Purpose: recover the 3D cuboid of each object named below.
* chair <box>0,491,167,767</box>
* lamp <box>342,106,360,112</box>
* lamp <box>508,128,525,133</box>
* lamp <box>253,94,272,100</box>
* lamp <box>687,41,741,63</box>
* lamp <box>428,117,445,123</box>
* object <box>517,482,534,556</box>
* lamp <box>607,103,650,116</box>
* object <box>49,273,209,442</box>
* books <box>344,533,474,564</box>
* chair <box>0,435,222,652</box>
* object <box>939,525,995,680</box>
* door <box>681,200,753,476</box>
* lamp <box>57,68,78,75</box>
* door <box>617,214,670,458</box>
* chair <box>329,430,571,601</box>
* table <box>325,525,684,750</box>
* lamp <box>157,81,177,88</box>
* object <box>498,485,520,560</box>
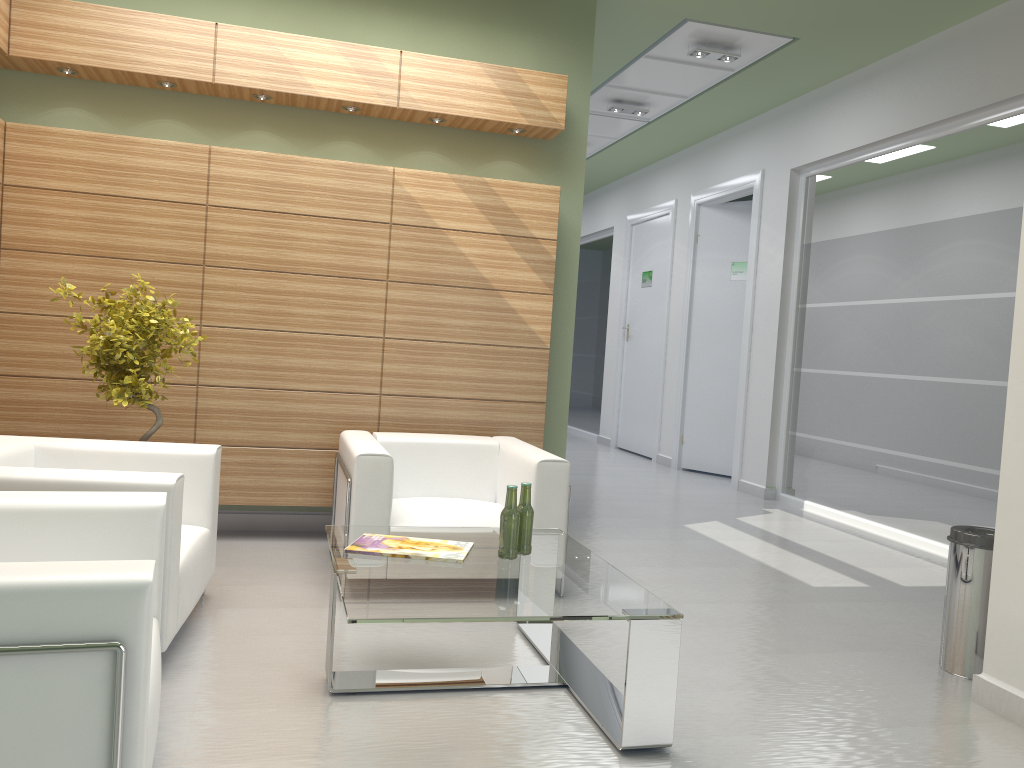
[{"bbox_3d":[-2.446,1.201,3.755,1.802,1.234,1.894,3,2,-20],"label":"chair"},{"bbox_3d":[-1.672,-2.889,9.225,0.181,0.074,0.181,3,2,-20],"label":"lamp"},{"bbox_3d":[0.054,-2.792,9.683,0.181,0.074,0.181,3,2,-20],"label":"lamp"},{"bbox_3d":[-2.532,-2.937,8.997,0.181,0.074,0.181,5,3,36],"label":"lamp"},{"bbox_3d":[2.730,-4.486,11.970,0.657,0.159,0.286,3,2,-15],"label":"lamp"},{"bbox_3d":[-0.801,-2.840,9.457,0.181,0.074,0.181,5,3,36],"label":"lamp"},{"bbox_3d":[0.080,0.894,5.901,0.131,0.475,0.131,6,3,40],"label":"object"},{"bbox_3d":[1.957,-4.650,14.918,0.657,0.159,0.286,3,2,-15],"label":"lamp"},{"bbox_3d":[-3.347,0.319,7.568,1.116,2.565,1.201,6,3,43],"label":"object"},{"bbox_3d":[-0.661,1.074,5.821,0.762,0.025,0.508,4,2,5],"label":"books"},{"bbox_3d":[-3.019,1.077,6.004,1.769,1.234,1.894,3,2,-10],"label":"chair"},{"bbox_3d":[3.390,1.580,6.442,0.483,1.027,0.482,2,3,-44],"label":"object"},{"bbox_3d":[4.207,-0.831,16.397,0.134,5.083,2.089,2,3,-45],"label":"door"},{"bbox_3d":[-4.278,-3.035,8.534,0.181,0.074,0.181,3,2,-20],"label":"lamp"},{"bbox_3d":[2.830,-1.035,19.343,0.250,5.083,2.089,3,2,-15],"label":"door"},{"bbox_3d":[-0.629,1.154,8.128,1.894,1.234,1.802,3,2,-15],"label":"chair"},{"bbox_3d":[-0.243,1.497,5.590,1.783,0.742,2.197,3,2,-15],"label":"table"},{"bbox_3d":[-3.410,-2.987,8.764,0.181,0.074,0.181,3,2,-20],"label":"lamp"},{"bbox_3d":[-0.014,0.894,5.751,0.131,0.475,0.131,6,3,40],"label":"object"}]
